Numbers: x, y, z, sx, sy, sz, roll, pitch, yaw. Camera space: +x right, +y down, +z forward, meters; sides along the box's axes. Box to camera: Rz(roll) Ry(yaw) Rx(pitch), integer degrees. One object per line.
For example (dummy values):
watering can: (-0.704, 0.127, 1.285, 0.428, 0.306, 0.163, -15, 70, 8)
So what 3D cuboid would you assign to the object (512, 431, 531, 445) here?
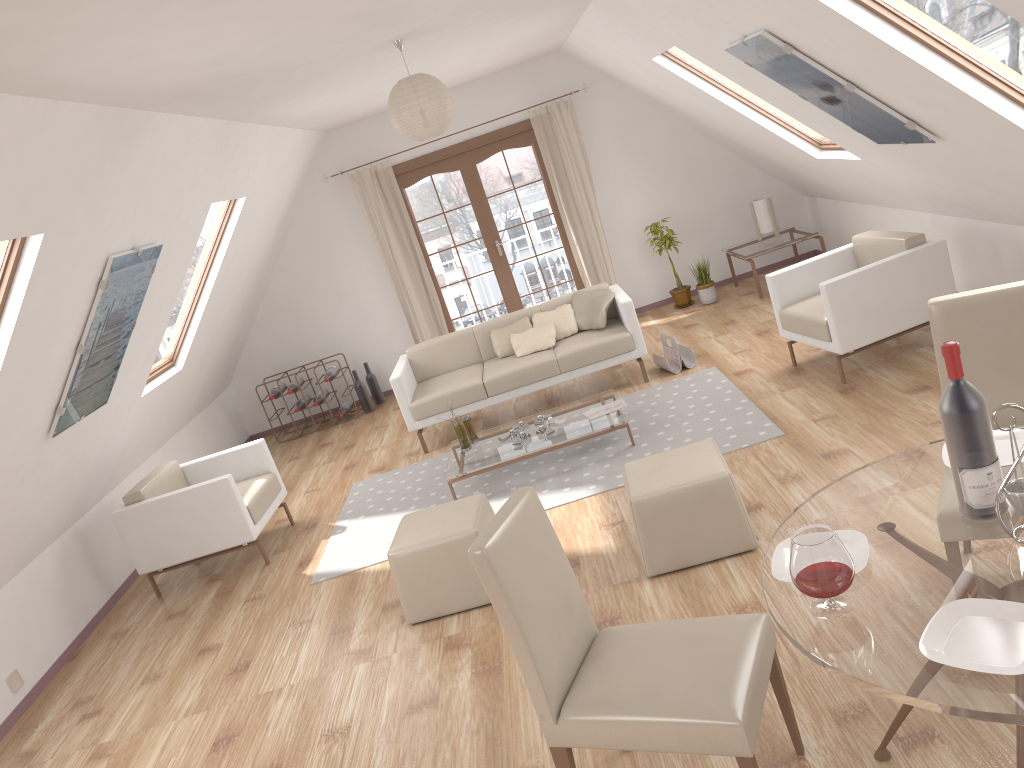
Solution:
object: (0.056, 0.343, 5.628, 0.064, 0.052, 0.143, -10, 17, 33)

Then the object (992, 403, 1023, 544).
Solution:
object: (1.108, 0.189, 1.938, 0.086, 0.322, 0.096, -28, 17, -32)

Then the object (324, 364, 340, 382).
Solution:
object: (-1.749, -0.090, 8.550, 0.109, 0.109, 0.435, -18, 14, 4)

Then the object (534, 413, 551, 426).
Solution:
object: (0.203, 0.223, 5.887, 0.064, 0.052, 0.143, -10, 17, 33)

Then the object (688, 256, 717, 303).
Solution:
object: (1.788, -0.986, 8.254, 0.234, 0.480, 0.209, -27, 16, -29)

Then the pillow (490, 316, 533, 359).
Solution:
pillow: (0.009, -0.365, 7.001, 0.351, 0.235, 0.185, -17, 14, 7)

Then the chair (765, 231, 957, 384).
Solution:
chair: (2.172, -0.514, 5.554, 0.820, 0.706, 0.748, -21, 14, -6)

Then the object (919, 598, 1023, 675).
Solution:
object: (0.913, 0.486, 1.695, 0.228, 0.020, 0.228, -3, 21, 47)

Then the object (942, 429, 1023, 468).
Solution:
object: (1.275, 0.181, 2.368, 0.228, 0.020, 0.228, -11, 16, 29)

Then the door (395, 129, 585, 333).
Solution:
door: (-0.152, -1.283, 8.688, 1.546, 2.001, 0.098, -18, 14, 4)

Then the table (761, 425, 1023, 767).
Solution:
table: (1.282, 0.689, 2.074, 1.198, 0.770, 1.198, -13, 16, 24)

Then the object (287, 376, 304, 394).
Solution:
object: (-2.104, 0.026, 8.573, 0.109, 0.109, 0.435, -18, 14, 4)

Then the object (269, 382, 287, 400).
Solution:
object: (-2.279, 0.082, 8.579, 0.110, 0.110, 0.439, -18, 14, 4)

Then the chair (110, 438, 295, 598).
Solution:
chair: (-1.990, 0.842, 5.838, 0.820, 0.706, 0.748, -17, 14, 6)

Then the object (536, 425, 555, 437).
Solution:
object: (0.209, 0.294, 5.618, 0.064, 0.051, 0.143, -26, 16, -25)

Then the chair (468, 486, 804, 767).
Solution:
chair: (0.373, 0.773, 2.472, 0.618, 0.999, 0.477, -11, 16, 27)

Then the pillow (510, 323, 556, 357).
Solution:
pillow: (0.169, -0.335, 6.857, 0.363, 0.170, 0.227, -17, 14, 9)

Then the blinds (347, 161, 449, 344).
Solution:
blinds: (-1.021, -1.071, 8.631, 0.423, 2.130, 0.120, -19, 14, 1)

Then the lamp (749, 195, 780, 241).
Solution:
lamp: (2.353, -1.537, 8.218, 0.221, 0.375, 0.180, -8, 18, 36)

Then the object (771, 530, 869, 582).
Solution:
object: (0.746, 0.423, 2.146, 0.228, 0.020, 0.228, -12, 16, 25)

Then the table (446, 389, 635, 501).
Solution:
table: (0.169, 0.396, 5.782, 1.173, 0.190, 0.730, -18, 14, 4)

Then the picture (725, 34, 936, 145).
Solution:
picture: (1.576, -1.463, 4.475, 0.683, 0.738, 0.650, -18, 14, 4)

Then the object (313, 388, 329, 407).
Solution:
object: (-1.866, 0.142, 8.606, 0.109, 0.109, 0.435, -18, 14, 4)

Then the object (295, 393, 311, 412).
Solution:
object: (-2.044, 0.196, 8.617, 0.109, 0.109, 0.435, -18, 14, 4)

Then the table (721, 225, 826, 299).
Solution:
table: (2.430, -1.129, 8.158, 0.730, 0.390, 0.773, -19, 14, 2)

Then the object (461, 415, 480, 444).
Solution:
object: (-0.280, 0.304, 5.925, 0.075, 0.185, 0.075, -9, 17, 34)

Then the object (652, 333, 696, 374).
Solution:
object: (1.205, -0.249, 6.694, 0.212, 0.267, 0.315, -21, 14, -9)

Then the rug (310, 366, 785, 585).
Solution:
rug: (0.162, 0.509, 5.742, 2.800, 0.007, 1.600, -18, 14, 4)

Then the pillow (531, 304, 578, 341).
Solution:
pillow: (0.333, -0.469, 6.976, 0.351, 0.225, 0.196, -17, 14, 8)

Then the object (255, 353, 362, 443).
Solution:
object: (-1.962, 0.134, 8.646, 0.854, 0.608, 0.417, -18, 14, 4)

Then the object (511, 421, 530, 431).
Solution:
object: (0.051, 0.273, 5.897, 0.064, 0.052, 0.143, -26, 16, -25)

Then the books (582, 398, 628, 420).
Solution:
books: (0.601, 0.163, 5.694, 0.280, 0.005, 0.192, -20, 14, -4)

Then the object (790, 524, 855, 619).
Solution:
object: (0.681, 0.410, 1.947, 0.136, 0.183, 0.136, -23, 15, -17)

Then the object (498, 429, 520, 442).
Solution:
object: (-0.023, 0.333, 5.767, 0.143, 0.052, 0.064, -18, 14, 4)

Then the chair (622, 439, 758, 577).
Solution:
chair: (0.781, 0.538, 4.038, 0.506, 0.394, 0.506, -17, 14, 7)

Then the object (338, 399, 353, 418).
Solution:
object: (-1.629, 0.255, 8.640, 0.109, 0.109, 0.435, -18, 14, 4)

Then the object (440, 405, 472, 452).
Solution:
object: (-0.364, 0.272, 5.799, 0.123, 0.359, 0.184, -5, 20, 44)

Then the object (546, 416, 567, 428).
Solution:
object: (0.282, 0.234, 5.747, 0.143, 0.052, 0.064, -18, 14, 4)

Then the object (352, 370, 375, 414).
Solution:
object: (-1.451, 0.072, 8.583, 0.115, 0.443, 0.120, -19, 14, -2)

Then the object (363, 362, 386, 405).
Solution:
object: (-1.375, -0.007, 8.780, 0.115, 0.443, 0.120, -19, 14, -2)

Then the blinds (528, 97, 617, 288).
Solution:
blinds: (0.686, -1.621, 8.481, 0.424, 2.129, 0.123, -19, 14, -1)

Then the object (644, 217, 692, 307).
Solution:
object: (1.506, -1.147, 8.463, 0.311, 0.846, 0.307, -20, 14, -4)

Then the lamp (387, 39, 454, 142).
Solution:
lamp: (-0.498, -1.503, 4.536, 0.340, 0.497, 0.340, -6, 19, 41)

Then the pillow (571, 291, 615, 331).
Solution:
pillow: (0.621, -0.586, 6.905, 0.269, 0.276, 0.424, -29, 18, -35)

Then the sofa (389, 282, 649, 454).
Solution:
sofa: (0.063, -0.162, 6.948, 1.880, 0.706, 0.820, -18, 14, 4)

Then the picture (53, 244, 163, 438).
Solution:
picture: (-2.137, -0.250, 4.718, 0.683, 0.738, 0.650, -18, 14, 4)

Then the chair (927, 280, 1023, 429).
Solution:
chair: (1.620, 0.244, 2.841, 0.477, 0.999, 0.618, -11, 16, 30)

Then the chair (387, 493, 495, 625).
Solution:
chair: (-0.306, 0.830, 4.342, 0.506, 0.394, 0.506, -17, 14, 8)

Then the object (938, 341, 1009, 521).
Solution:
object: (1.063, 0.106, 2.071, 0.109, 0.435, 0.109, -19, 14, 0)
